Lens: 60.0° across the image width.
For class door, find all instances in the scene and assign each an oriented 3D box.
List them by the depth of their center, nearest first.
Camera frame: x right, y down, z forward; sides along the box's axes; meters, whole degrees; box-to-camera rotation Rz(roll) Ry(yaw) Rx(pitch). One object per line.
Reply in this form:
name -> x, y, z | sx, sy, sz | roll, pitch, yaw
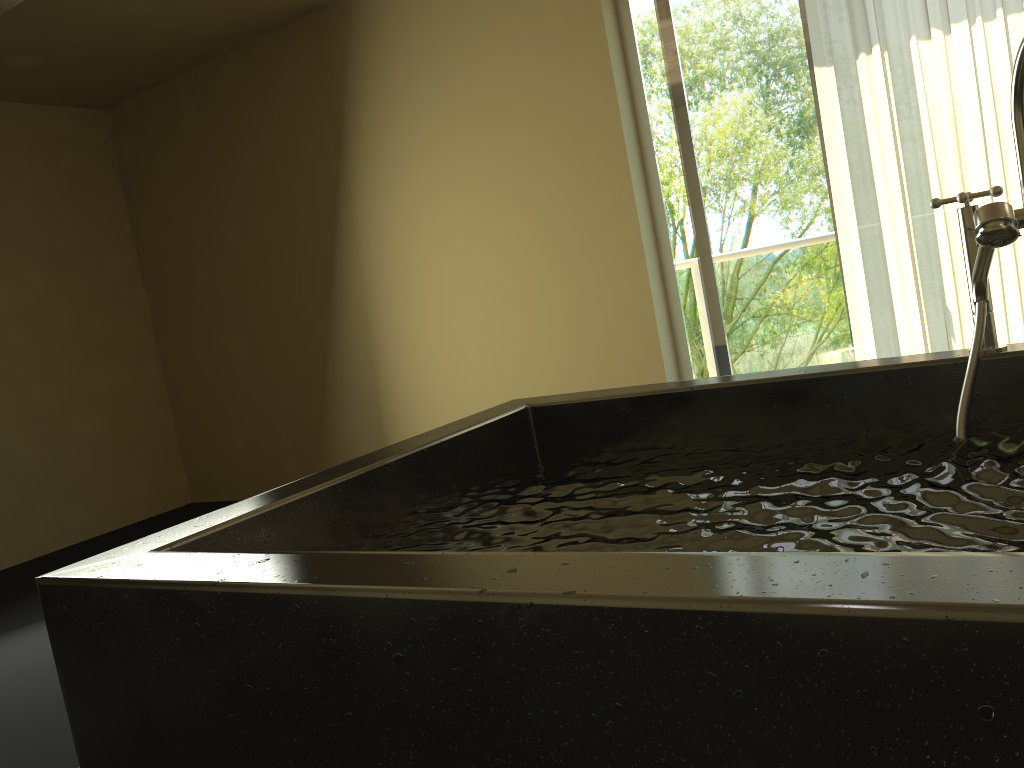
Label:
door -> 1.100, -0.769, 3.849 | 1.036, 2.330, 0.063 | -8, 6, 32

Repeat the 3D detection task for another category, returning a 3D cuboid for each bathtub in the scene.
bathtub -> 0.629, 0.140, 0.910 | 2.130, 1.160, 1.070 | -7, 6, 33

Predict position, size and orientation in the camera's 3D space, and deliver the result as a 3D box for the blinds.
blinds -> 1.993, -1.014, 2.969 | 1.942, 2.577, 0.064 | -8, 6, 32
